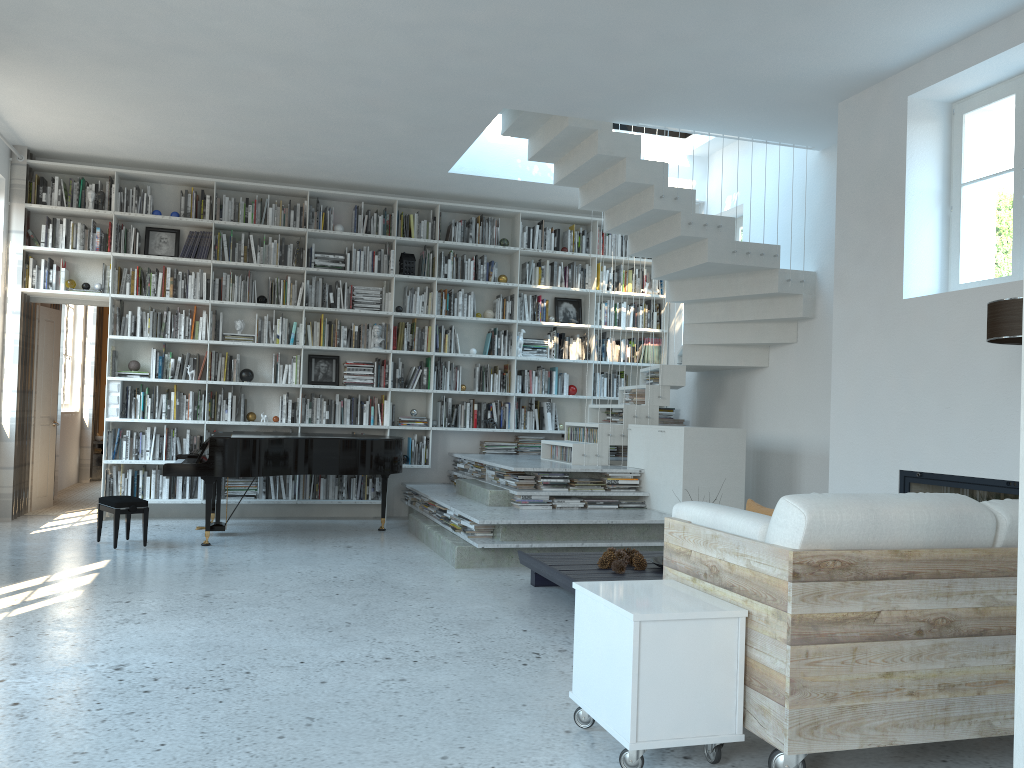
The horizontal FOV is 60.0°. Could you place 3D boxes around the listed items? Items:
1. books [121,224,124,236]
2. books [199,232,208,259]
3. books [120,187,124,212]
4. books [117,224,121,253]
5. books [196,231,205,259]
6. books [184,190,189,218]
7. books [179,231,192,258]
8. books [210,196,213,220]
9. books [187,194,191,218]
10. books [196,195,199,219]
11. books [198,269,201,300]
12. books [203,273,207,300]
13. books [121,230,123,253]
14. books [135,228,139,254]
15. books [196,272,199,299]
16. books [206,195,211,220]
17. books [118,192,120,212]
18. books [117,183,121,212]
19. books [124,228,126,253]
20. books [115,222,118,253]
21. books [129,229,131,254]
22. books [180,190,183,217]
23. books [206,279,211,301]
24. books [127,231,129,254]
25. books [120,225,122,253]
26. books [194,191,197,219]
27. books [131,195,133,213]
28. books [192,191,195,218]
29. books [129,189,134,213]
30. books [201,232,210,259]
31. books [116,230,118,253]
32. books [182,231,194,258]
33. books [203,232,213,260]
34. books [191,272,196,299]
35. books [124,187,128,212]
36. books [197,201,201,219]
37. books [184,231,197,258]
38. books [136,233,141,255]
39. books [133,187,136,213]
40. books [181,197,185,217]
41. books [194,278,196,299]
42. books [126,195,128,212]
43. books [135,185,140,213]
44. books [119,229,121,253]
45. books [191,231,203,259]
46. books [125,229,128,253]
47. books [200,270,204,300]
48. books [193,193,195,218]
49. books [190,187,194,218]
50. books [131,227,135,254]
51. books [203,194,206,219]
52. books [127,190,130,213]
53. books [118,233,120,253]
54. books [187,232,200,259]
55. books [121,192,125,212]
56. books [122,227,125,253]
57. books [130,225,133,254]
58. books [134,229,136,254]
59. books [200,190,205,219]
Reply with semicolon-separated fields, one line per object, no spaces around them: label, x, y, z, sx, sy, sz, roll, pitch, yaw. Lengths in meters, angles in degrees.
books;-3.549;-1.303;8.083;0.006;0.289;0.144;2;-1;-17
books;-2.887;-1.272;8.296;0.078;0.285;0.174;2;-1;-17
books;-3.561;-1.656;8.086;0.007;0.258;0.156;2;-1;-17
books;-3.578;-1.303;8.068;0.006;0.287;0.148;2;-1;-17
books;-2.908;-1.273;8.285;0.078;0.285;0.174;2;-1;-17
books;-3.023;-1.643;8.236;0.024;0.279;0.188;2;-1;-17
books;-3.031;-1.273;8.239;0.110;0.279;0.174;2;-1;-17
books;-2.813;-1.619;8.318;0.039;0.252;0.146;2;-1;-17
books;-2.998;-1.627;8.242;0.028;0.249;0.155;2;-1;-17
books;-2.941;-1.626;8.290;0.013;0.254;0.129;2;-1;-17
books;-2.904;-0.910;8.249;0.012;0.291;0.182;2;-1;-17
books;-2.864;-0.894;8.271;0.035;0.264;0.177;2;-1;-17
books;-3.539;-1.273;8.069;0.009;0.228;0.184;2;-2;-17
books;-3.427;-1.281;8.107;0.012;0.254;0.166;2;-1;-17
books;-2.930;-0.897;8.271;0.024;0.266;0.155;2;-1;-17
books;-2.843;-1.623;8.293;0.031;0.254;0.178;2;-2;-17
books;-3.571;-1.629;8.077;0.017;0.204;0.142;2;-2;-17
books;-3.584;-1.670;8.082;0.007;0.285;0.159;2;-1;-17
books;-3.521;-1.282;8.088;0.010;0.249;0.166;2;-1;-17
books;-3.588;-1.307;8.054;0.005;0.292;0.184;2;-1;-17
books;-3.480;-1.278;8.094;0.019;0.243;0.153;2;-1;-17
books;-3.072;-1.644;8.239;0.013;0.278;0.151;2;-1;-17
books;-2.822;-0.863;8.257;0.039;0.202;0.236;2;-2;-17
books;-3.488;-1.266;8.080;0.018;0.218;0.186;2;-2;-17
books;-3.554;-1.297;8.078;0.005;0.277;0.146;2;-1;-17
books;-2.944;-1.637;8.258;0.011;0.274;0.183;2;-1;-17
books;-3.466;-1.618;8.118;0.014;0.192;0.146;2;-2;-17
books;-2.968;-1.642;8.263;0.013;0.283;0.166;2;-1;-17
books;-3.477;-1.644;8.106;0.016;0.243;0.156;2;-1;-17
books;-2.864;-1.271;8.298;0.078;0.285;0.174;2;-1;-17
books;-3.593;-1.276;8.087;0.006;0.233;0.136;2;-1;-17
books;-3.012;-1.272;8.254;0.110;0.279;0.174;2;-1;-17
books;-2.839;-1.271;8.292;0.078;0.285;0.174;2;-1;-17
books;-2.959;-0.898;8.240;0.022;0.263;0.174;2;-1;-17
books;-3.519;-1.649;8.091;0.012;0.249;0.180;2;-2;-17
books;-2.916;-1.594;8.271;0.027;0.190;0.177;2;-2;-17
books;-2.985;-1.272;8.243;0.110;0.279;0.174;2;-1;-17
books;-3.413;-1.260;8.102;0.012;0.214;0.185;2;-2;-17
books;-3.447;-1.652;8.110;0.016;0.261;0.154;2;-1;-17
books;-3.050;-1.613;8.232;0.028;0.218;0.153;2;-2;-17
books;-2.947;-0.869;8.257;0.013;0.206;0.172;2;-2;-17
books;-3.509;-1.621;8.108;0.017;0.194;0.129;2;-1;-17
books;-3.421;-1.661;8.101;0.015;0.279;0.190;2;-1;-17
books;-3.560;-1.278;8.077;0.005;0.238;0.154;2;-1;-17
books;-2.934;-1.272;8.256;0.097;0.282;0.174;2;-1;-17
books;-3.508;-1.280;8.069;0.004;0.246;0.189;2;-2;-17
books;-2.891;-0.908;8.266;0.022;0.289;0.169;2;-1;-17
books;-2.954;-1.632;8.255;0.010;0.263;0.156;2;-1;-17
books;-2.984;-1.661;8.274;0.014;0.320;0.136;2;-1;-17
books;-3.451;-1.284;8.091;0.023;0.258;0.183;2;-2;-17
books;-2.872;-1.626;8.298;0.022;0.260;0.152;2;-1;-17
books;-3.489;-1.636;8.097;0.013;0.225;0.177;2;-2;-17
books;-3.570;-1.261;8.074;0.015;0.207;0.172;2;-2;-17
books;-2.968;-1.270;8.267;0.110;0.279;0.174;2;-1;-17
books;-3.543;-1.630;8.091;0.032;0.210;0.158;2;-2;-17
books;-3.527;-1.288;8.076;0.009;0.260;0.184;2;-2;-17
books;-3.467;-1.296;8.096;0.005;0.281;0.190;2;-1;-17
books;-3.438;-1.279;8.104;0.011;0.250;0.168;2;-1;-17
books;-2.887;-1.646;8.269;0.025;0.297;0.163;2;-1;-17
